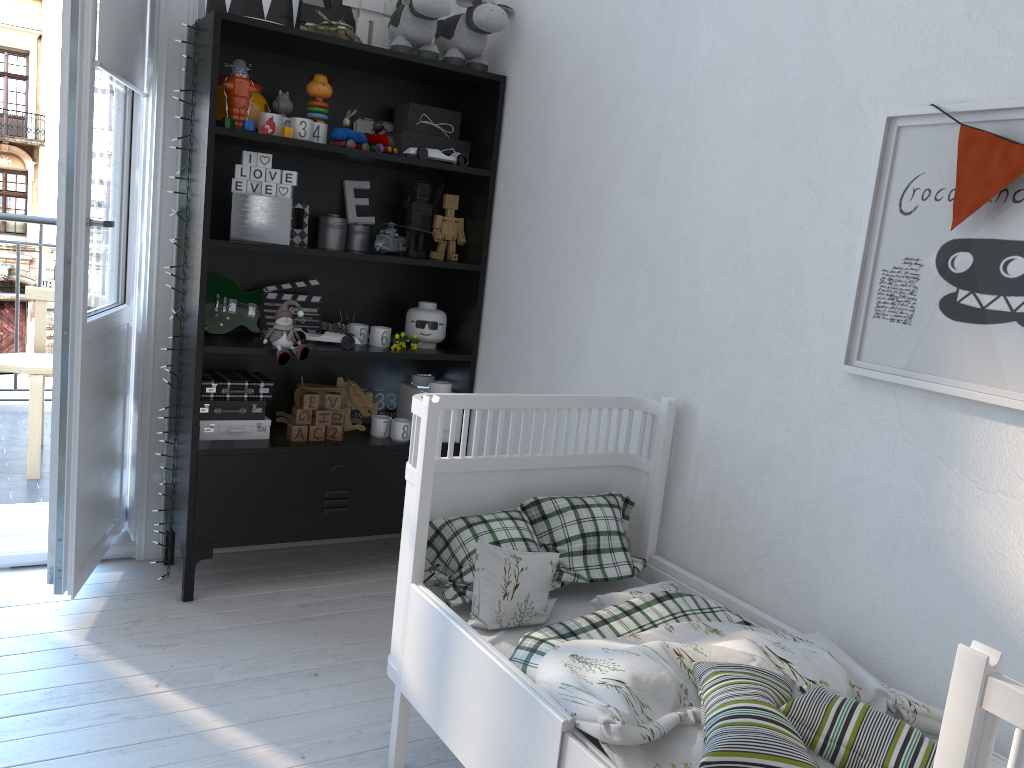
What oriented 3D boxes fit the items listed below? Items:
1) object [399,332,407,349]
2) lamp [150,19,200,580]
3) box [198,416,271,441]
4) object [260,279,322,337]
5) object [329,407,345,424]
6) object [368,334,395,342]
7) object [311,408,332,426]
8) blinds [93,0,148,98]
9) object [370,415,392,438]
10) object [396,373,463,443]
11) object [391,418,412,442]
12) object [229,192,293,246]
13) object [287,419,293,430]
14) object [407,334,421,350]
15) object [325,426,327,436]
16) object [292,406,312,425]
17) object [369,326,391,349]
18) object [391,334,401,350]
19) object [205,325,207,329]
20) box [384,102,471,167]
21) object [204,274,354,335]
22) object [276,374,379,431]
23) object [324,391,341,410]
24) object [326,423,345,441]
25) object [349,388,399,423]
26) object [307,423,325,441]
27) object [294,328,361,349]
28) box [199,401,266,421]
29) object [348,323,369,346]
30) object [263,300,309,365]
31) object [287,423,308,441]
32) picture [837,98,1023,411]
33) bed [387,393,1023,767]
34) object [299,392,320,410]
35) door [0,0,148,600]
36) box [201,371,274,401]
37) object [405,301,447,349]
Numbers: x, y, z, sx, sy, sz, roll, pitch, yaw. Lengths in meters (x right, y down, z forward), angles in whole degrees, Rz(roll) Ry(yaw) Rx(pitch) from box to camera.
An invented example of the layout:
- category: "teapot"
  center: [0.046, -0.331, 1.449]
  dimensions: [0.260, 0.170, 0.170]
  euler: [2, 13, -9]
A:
- category: "object"
  center: [-0.366, -0.145, 2.948]
  dimensions: [0.042, 0.054, 0.031]
  euler: [1, 11, -31]
- category: "lamp"
  center: [-0.636, -0.216, 2.914]
  dimensions: [0.985, 1.686, 0.095]
  euler: [0, 11, -34]
- category: "box"
  center: [-0.889, 0.127, 2.787]
  dimensions: [0.215, 0.062, 0.179]
  euler: [1, 11, -32]
- category: "object"
  center: [-0.719, -0.249, 2.896]
  dimensions: [0.201, 0.199, 0.048]
  euler: [1, 11, -32]
- category: "object"
  center: [-0.581, 0.100, 2.896]
  dimensions: [0.050, 0.050, 0.050]
  euler: [1, 11, -32]
- category: "object"
  center: [-0.476, -0.166, 3.064]
  dimensions: [0.163, 0.034, 0.069]
  euler: [1, 11, -32]
- category: "object"
  center: [-0.612, 0.105, 2.845]
  dimensions: [0.050, 0.050, 0.050]
  euler: [1, 11, -32]
- category: "blinds"
  center: [-1.063, -1.031, 2.451]
  dimensions: [0.032, 0.391, 0.564]
  euler: [4, 9, -12]
- category: "object"
  center: [-0.440, 0.144, 2.984]
  dimensions: [0.067, 0.067, 0.067]
  euler: [3, 10, -18]
- category: "object"
  center: [-0.288, 0.077, 3.092]
  dimensions: [0.132, 0.199, 0.267]
  euler: [1, 11, -32]
- category: "object"
  center: [-0.370, 0.155, 2.964]
  dimensions: [0.067, 0.067, 0.067]
  euler: [3, 10, -18]
- category: "object"
  center: [-0.747, -0.489, 2.638]
  dimensions: [0.170, 0.138, 0.123]
  euler: [4, 10, -17]
- category: "object"
  center: [-0.696, 0.142, 2.868]
  dimensions: [0.050, 0.050, 0.050]
  euler: [1, 11, -32]
- category: "object"
  center: [-0.325, -0.139, 2.939]
  dimensions: [0.042, 0.054, 0.031]
  euler: [9, 9, 13]
- category: "object"
  center: [-0.598, 0.143, 2.932]
  dimensions: [0.050, 0.050, 0.050]
  euler: [1, 11, -32]
- category: "object"
  center: [-0.671, 0.100, 2.832]
  dimensions: [0.050, 0.050, 0.050]
  euler: [1, 11, -32]
- category: "object"
  center: [-0.432, -0.153, 2.906]
  dimensions: [0.067, 0.067, 0.067]
  euler: [3, 10, -18]
- category: "object"
  center: [-0.374, -0.136, 2.882]
  dimensions: [0.031, 0.054, 0.042]
  euler: [9, 10, 18]
- category: "object"
  center: [-0.953, -0.174, 2.710]
  dimensions: [0.042, 0.054, 0.031]
  euler: [3, 10, -22]
- category: "box"
  center: [-0.276, -0.827, 2.970]
  dimensions: [0.251, 0.189, 0.179]
  euler: [1, 11, -32]
- category: "object"
  center: [-0.771, -0.223, 2.902]
  dimensions: [0.542, 0.239, 0.093]
  euler: [1, 11, -31]
- category: "object"
  center: [-0.618, 0.065, 2.991]
  dimensions: [0.337, 0.186, 0.111]
  euler: [4, 10, -17]
- category: "object"
  center: [-0.580, 0.054, 2.870]
  dimensions: [0.050, 0.050, 0.050]
  euler: [4, 9, -12]
- category: "object"
  center: [-0.574, 0.154, 2.880]
  dimensions: [0.050, 0.050, 0.050]
  euler: [6, 9, -2]
- category: "object"
  center: [-0.537, 0.078, 3.150]
  dimensions: [0.347, 0.120, 0.034]
  euler: [1, 11, -32]
- category: "object"
  center: [-0.631, 0.153, 2.845]
  dimensions: [0.050, 0.050, 0.050]
  euler: [2, 10, -27]
- category: "object"
  center: [-0.595, -0.147, 2.818]
  dimensions: [0.230, 0.048, 0.098]
  euler: [5, 9, -7]
- category: "box"
  center: [-0.898, 0.066, 2.767]
  dimensions: [0.215, 0.062, 0.179]
  euler: [1, 11, -32]
- category: "object"
  center: [-0.506, -0.162, 2.914]
  dimensions: [0.067, 0.067, 0.067]
  euler: [3, 10, -18]
- category: "object"
  center: [-0.665, -0.154, 2.633]
  dimensions: [0.110, 0.186, 0.129]
  euler: [-3, 13, -44]
- category: "object"
  center: [-0.681, 0.153, 2.814]
  dimensions: [0.050, 0.050, 0.050]
  euler: [1, 11, -32]
- category: "picture"
  center: [0.852, -0.201, 1.400]
  dimensions: [0.030, 0.493, 0.702]
  euler: [1, 11, -32]
- category: "bed"
  center: [0.361, 0.548, 1.542]
  dimensions: [0.670, 0.834, 1.402]
  euler: [1, 11, -32]
- category: "object"
  center: [-0.646, 0.053, 2.827]
  dimensions: [0.050, 0.050, 0.050]
  euler: [1, 11, -32]
- category: "door"
  center: [-1.623, -0.373, 2.329]
  dimensions: [1.264, 1.841, 0.636]
  euler: [1, 11, -30]
- category: "box"
  center: [-0.876, 0.006, 2.769]
  dimensions: [0.215, 0.062, 0.179]
  euler: [1, 11, -32]
- category: "object"
  center: [-0.295, -0.200, 3.039]
  dimensions: [0.139, 0.162, 0.139]
  euler: [12, 11, 32]
